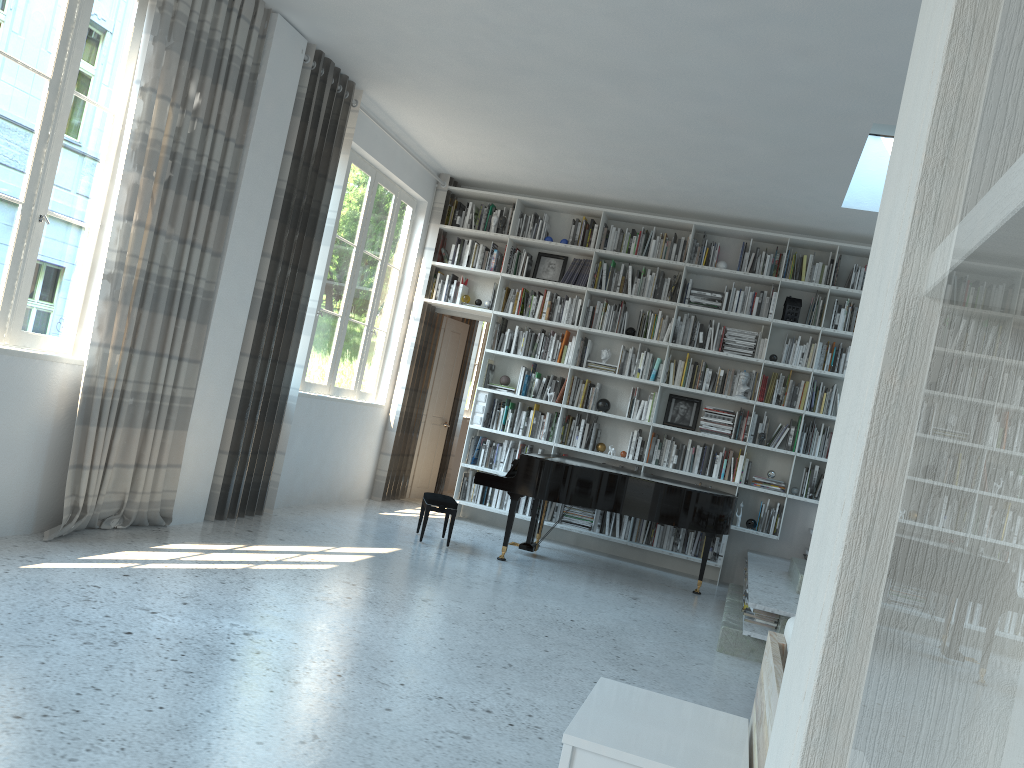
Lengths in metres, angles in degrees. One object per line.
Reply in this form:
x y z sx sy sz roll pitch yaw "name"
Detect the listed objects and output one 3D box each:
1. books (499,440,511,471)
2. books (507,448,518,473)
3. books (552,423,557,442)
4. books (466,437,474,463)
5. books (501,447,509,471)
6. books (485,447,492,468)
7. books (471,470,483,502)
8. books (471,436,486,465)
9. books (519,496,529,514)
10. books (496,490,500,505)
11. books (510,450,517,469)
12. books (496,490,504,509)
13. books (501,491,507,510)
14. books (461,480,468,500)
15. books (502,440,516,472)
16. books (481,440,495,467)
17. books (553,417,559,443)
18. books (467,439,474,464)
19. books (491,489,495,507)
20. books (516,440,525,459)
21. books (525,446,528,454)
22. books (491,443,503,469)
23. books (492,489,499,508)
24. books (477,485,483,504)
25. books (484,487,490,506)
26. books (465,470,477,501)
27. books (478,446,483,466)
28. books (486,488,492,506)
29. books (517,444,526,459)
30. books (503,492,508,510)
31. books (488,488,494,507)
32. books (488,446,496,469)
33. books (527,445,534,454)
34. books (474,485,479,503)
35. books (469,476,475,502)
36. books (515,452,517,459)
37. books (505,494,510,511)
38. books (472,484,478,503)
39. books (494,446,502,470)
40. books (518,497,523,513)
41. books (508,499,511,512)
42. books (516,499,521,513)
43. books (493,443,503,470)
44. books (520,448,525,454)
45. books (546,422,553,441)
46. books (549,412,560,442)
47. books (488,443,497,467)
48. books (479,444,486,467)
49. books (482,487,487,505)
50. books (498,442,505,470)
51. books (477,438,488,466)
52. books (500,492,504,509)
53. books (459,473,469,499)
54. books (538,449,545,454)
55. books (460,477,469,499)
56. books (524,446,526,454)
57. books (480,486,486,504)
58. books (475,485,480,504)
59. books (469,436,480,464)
-0.066 0.686 8.501 0.027 0.299 0.142 12 -1 15 "books"
0.003 0.731 8.483 0.031 0.238 0.132 12 -1 15 "books"
0.420 0.462 8.400 0.023 0.187 0.130 12 -1 15 "books"
-0.387 0.644 8.590 0.012 0.254 0.161 12 -1 15 "books"
-0.054 0.723 8.497 0.012 0.232 0.148 12 -1 15 "books"
-0.206 0.708 8.543 0.025 0.200 0.137 12 -1 15 "books"
-0.337 0.978 8.545 0.011 0.318 0.157 12 -1 15 "books"
-0.322 0.641 8.551 0.052 0.283 0.172 12 -1 15 "books"
0.131 1.105 8.408 0.027 0.256 0.179 12 -1 15 "books"
-0.108 1.080 8.493 0.014 0.211 0.146 12 -1 15 "books"
0.028 0.743 8.471 0.028 0.225 0.134 12 -1 15 "books"
-0.088 1.055 8.462 0.031 0.266 0.186 12 -1 15 "books"
-0.048 1.063 8.452 0.025 0.266 0.159 12 -1 15 "books"
-0.432 1.023 8.547 0.029 0.190 0.176 12 -1 15 "books"
-0.028 0.689 8.472 0.039 0.307 0.172 12 -1 15 "books"
-0.230 0.669 8.530 0.029 0.266 0.172 12 -1 15 "books"
0.435 0.437 8.371 0.010 0.240 0.174 12 -1 15 "books"
-0.373 0.654 8.571 0.029 0.239 0.154 12 -1 15 "books"
-0.151 1.053 8.501 0.022 0.246 0.135 12 -1 15 "books"
0.066 0.699 8.442 0.014 0.325 0.170 12 -1 15 "books"
0.134 0.731 8.440 0.022 0.290 0.137 12 -1 15 "books"
-0.143 0.691 8.499 0.013 0.257 0.189 12 -1 15 "books"
-0.137 1.078 8.470 0.030 0.201 0.168 12 -1 15 "books"
-0.276 1.017 8.514 0.023 0.266 0.177 12 -1 15 "books"
-0.216 1.052 8.506 0.022 0.221 0.163 12 -1 15 "books"
-0.390 0.980 8.555 0.044 0.293 0.181 12 -1 15 "books"
-0.280 0.694 8.558 0.024 0.197 0.148 12 -1 15 "books"
-0.187 1.040 8.505 0.027 0.256 0.160 12 -1 15 "books"
0.077 0.717 8.447 0.012 0.295 0.176 12 -1 15 "books"
-0.032 1.091 8.445 0.021 0.218 0.191 12 -1 15 "books"
-0.168 1.021 8.486 0.013 0.300 0.184 12 -1 15 "books"
-0.166 0.704 8.502 0.028 0.223 0.189 12 -1 15 "books"
0.150 0.729 8.430 0.013 0.301 0.173 12 -1 15 "books"
-0.315 1.050 8.536 0.022 0.186 0.145 12 -1 15 "books"
-0.360 1.010 8.552 0.024 0.246 0.143 12 -1 15 "books"
0.046 0.755 8.465 0.013 0.209 0.154 12 -1 15 "books"
-0.010 1.101 8.437 0.028 0.206 0.171 12 -1 15 "books"
-0.333 1.026 8.535 0.022 0.226 0.155 12 -1 15 "books"
-0.115 0.711 8.499 0.028 0.229 0.157 12 -1 15 "books"
0.105 1.116 8.417 0.022 0.224 0.141 12 -1 15 "books"
0.015 1.116 8.423 0.031 0.188 0.190 12 -1 15 "books"
0.085 1.118 8.435 0.024 0.214 0.137 12 -1 15 "books"
-0.133 0.695 8.492 0.010 0.252 0.178 12 -1 15 "books"
0.096 0.742 8.459 0.029 0.254 0.153 12 -1 15 "books"
0.373 0.455 8.399 0.041 0.181 0.141 12 -1 15 "books"
0.405 0.407 8.374 0.014 0.286 0.179 12 -1 15 "books"
-0.178 0.690 8.541 0.022 0.248 0.134 12 -1 15 "books"
-0.261 0.686 8.531 0.022 0.220 0.187 12 -1 15 "books"
-0.231 1.034 8.522 0.022 0.252 0.139 12 -1 15 "books"
-0.086 0.695 8.513 0.013 0.273 0.146 12 -1 15 "books"
-0.289 0.654 8.562 0.010 0.273 0.150 12 -1 15 "books"
-0.058 1.042 8.475 0.014 0.304 0.139 12 -1 15 "books"
-0.460 0.986 8.585 0.012 0.254 0.161 12 -1 15 "books"
0.254 0.757 8.413 0.025 0.288 0.131 12 -1 15 "books"
-0.447 1.008 8.580 0.023 0.216 0.158 12 -1 15 "books"
0.120 0.732 8.456 0.013 0.284 0.139 12 -1 15 "books"
-0.257 1.052 8.523 0.022 0.205 0.159 12 -1 15 "books"
-0.295 1.015 8.513 0.013 0.261 0.174 12 -1 15 "books"
-0.355 0.638 8.551 0.011 0.277 0.189 12 -1 15 "books"
